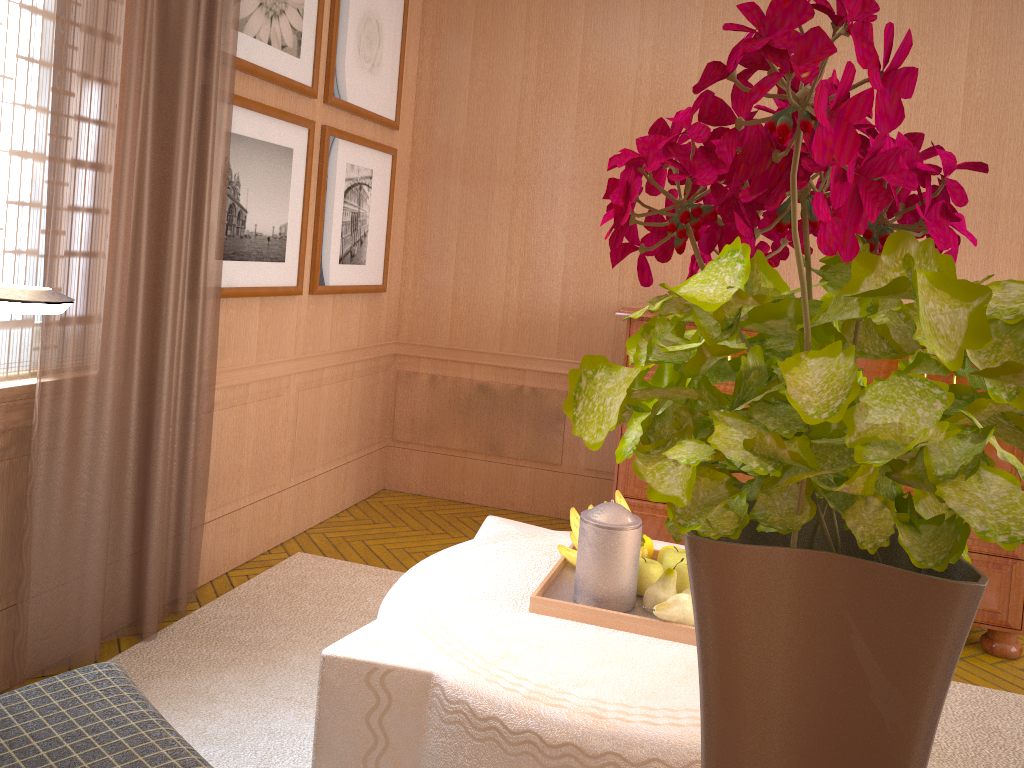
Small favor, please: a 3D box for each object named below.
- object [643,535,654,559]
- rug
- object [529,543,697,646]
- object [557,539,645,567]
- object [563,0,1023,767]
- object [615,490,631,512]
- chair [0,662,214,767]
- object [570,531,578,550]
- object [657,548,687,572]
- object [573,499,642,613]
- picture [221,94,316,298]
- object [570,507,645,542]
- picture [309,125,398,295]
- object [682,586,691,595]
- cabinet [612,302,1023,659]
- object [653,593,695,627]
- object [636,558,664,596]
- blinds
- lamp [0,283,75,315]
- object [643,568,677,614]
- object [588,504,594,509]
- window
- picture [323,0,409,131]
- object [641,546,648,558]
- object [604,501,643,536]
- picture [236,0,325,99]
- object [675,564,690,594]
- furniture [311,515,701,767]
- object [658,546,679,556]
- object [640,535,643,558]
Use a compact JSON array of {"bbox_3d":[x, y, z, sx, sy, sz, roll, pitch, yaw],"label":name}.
[{"bbox_3d":[0.565,0.727,3.859,0.113,0.133,0.108,3,5,-27],"label":"object"},{"bbox_3d":[1.403,2.015,2.219,7.979,0.020,6.032,7,9,17],"label":"rug"},{"bbox_3d":[0.485,0.805,3.532,0.641,0.059,0.805,7,9,16],"label":"object"},{"bbox_3d":[0.352,0.693,3.629,0.394,0.185,0.071,9,4,31],"label":"object"},{"bbox_3d":[0.285,0.185,0.887,0.457,1.086,0.526,5,3,15],"label":"object"},{"bbox_3d":[0.510,0.589,3.759,0.070,0.168,0.408,4,7,-7],"label":"object"},{"bbox_3d":[-1.155,0.893,1.630,1.925,1.967,1.719,9,6,41],"label":"chair"},{"bbox_3d":[0.383,0.688,3.686,0.061,0.181,0.398,3,6,-44],"label":"object"},{"bbox_3d":[0.675,0.752,3.595,0.168,0.146,0.174,2,6,-27],"label":"object"},{"bbox_3d":[0.366,0.634,3.344,0.234,0.391,0.236,4,3,-17],"label":"object"},{"bbox_3d":[-1.650,-1.187,5.711,0.048,1.244,1.255,5,5,16],"label":"picture"},{"bbox_3d":[0.363,0.640,3.642,0.379,0.158,0.104,11,6,40],"label":"object"},{"bbox_3d":[-1.240,-1.348,7.055,0.048,1.244,1.255,5,5,16],"label":"picture"},{"bbox_3d":[0.674,0.787,3.273,0.097,0.148,0.099,2,4,-37],"label":"object"},{"bbox_3d":[2.149,0.520,6.313,2.774,1.937,1.421,6,4,17],"label":"cabinet"},{"bbox_3d":[0.600,0.825,3.151,0.134,0.127,0.194,8,7,36],"label":"object"},{"bbox_3d":[0.523,0.762,3.467,0.159,0.134,0.156,7,6,21],"label":"object"},{"bbox_3d":[-1.894,-0.996,4.560,0.267,4.775,1.449,5,2,15],"label":"blinds"},{"bbox_3d":[-1.577,0.725,2.374,0.628,2.020,0.567,4,2,-21],"label":"lamp"},{"bbox_3d":[0.563,0.786,3.313,0.130,0.196,0.131,2,4,-37],"label":"object"},{"bbox_3d":[0.397,0.612,3.739,0.091,0.128,0.413,3,8,-25],"label":"object"},{"bbox_3d":[-2.680,-1.587,3.599,0.849,3.367,2.442,5,4,16],"label":"window"},{"bbox_3d":[-1.127,-2.747,7.024,0.048,1.244,1.255,5,5,16],"label":"picture"},{"bbox_3d":[0.516,0.668,3.759,0.072,0.171,0.400,4,7,-8],"label":"object"},{"bbox_3d":[0.444,0.634,3.732,0.064,0.171,0.380,4,7,-17],"label":"object"},{"bbox_3d":[-1.536,-2.585,5.679,0.048,1.244,1.255,5,5,16],"label":"picture"},{"bbox_3d":[0.689,0.781,3.433,0.159,0.134,0.156,7,6,21],"label":"object"},{"bbox_3d":[0.425,1.291,3.464,1.955,0.896,1.963,6,7,14],"label":"furniture"},{"bbox_3d":[0.692,0.751,3.770,0.134,0.110,0.111,7,5,20],"label":"object"},{"bbox_3d":[0.462,0.680,3.739,0.062,0.198,0.389,4,7,-19],"label":"object"}]
